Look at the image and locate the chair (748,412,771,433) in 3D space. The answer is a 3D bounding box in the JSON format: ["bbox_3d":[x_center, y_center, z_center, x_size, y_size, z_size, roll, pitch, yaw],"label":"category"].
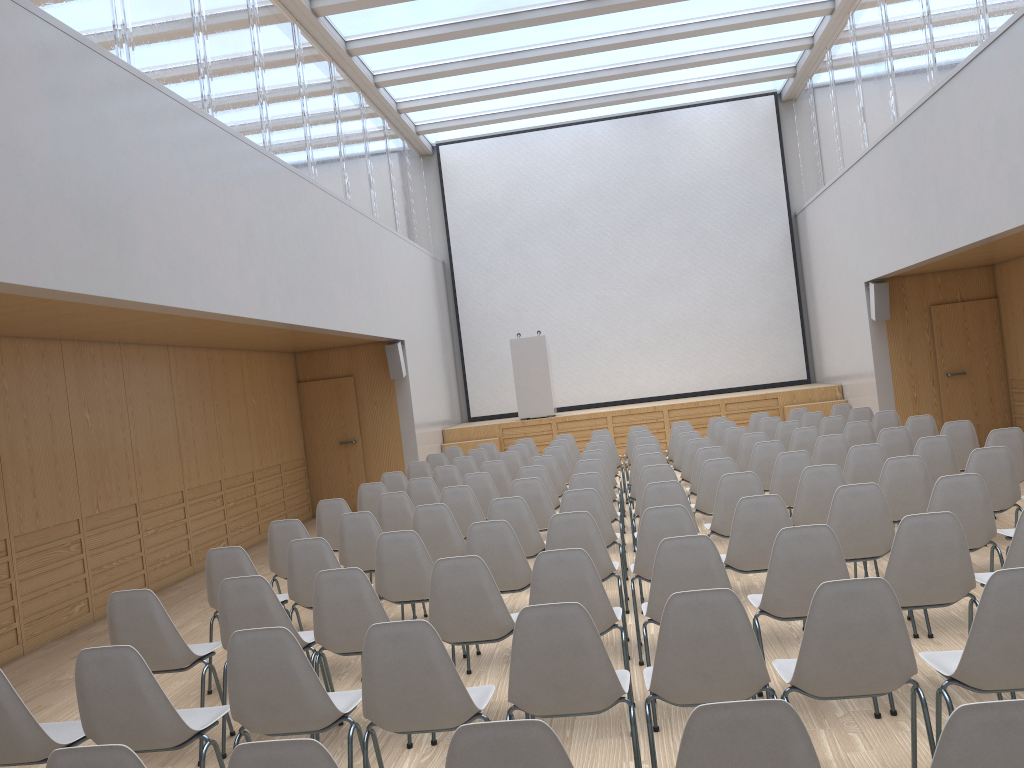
[{"bbox_3d":[3.348,0.811,11.940,0.479,0.876,0.505,-7,0,7],"label":"chair"}]

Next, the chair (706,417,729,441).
[{"bbox_3d":[2.821,0.873,12.024,0.479,0.876,0.505,-7,0,7],"label":"chair"}]

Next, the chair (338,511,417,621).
[{"bbox_3d":[-1.008,1.325,6.434,0.479,0.876,0.505,-7,0,7],"label":"chair"}]

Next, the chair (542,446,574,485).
[{"bbox_3d":[0.550,1.141,10.252,0.479,0.876,0.505,-7,0,7],"label":"chair"}]

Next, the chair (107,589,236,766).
[{"bbox_3d":[-1.735,1.411,4.468,0.479,0.876,0.505,-7,0,7],"label":"chair"}]

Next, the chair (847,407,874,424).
[{"bbox_3d":[4.223,0.708,10.784,0.479,0.876,0.505,-7,0,7],"label":"chair"}]

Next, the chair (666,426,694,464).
[{"bbox_3d":[2.173,0.950,11.106,0.479,0.876,0.505,-7,0,7],"label":"chair"}]

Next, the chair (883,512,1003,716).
[{"bbox_3d":[1.870,0.986,4.063,0.479,0.876,0.505,-7,0,7],"label":"chair"}]

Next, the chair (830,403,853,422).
[{"bbox_3d":[4.382,0.689,11.812,0.479,0.876,0.505,-7,0,7],"label":"chair"}]

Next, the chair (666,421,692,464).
[{"bbox_3d":[2.326,0.932,12.026,0.479,0.876,0.505,-7,0,7],"label":"chair"}]

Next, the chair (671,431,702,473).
[{"bbox_3d":[2.046,0.965,10.105,0.479,0.876,0.505,-7,0,7],"label":"chair"}]

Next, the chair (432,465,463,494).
[{"bbox_3d":[-0.616,1.279,9.427,0.479,0.876,0.505,-7,0,7],"label":"chair"}]

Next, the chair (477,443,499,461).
[{"bbox_3d":[-0.273,1.238,12.306,0.479,0.876,0.505,-7,0,7],"label":"chair"}]

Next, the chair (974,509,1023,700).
[{"bbox_3d":[2.381,0.926,4.028,0.479,0.876,0.505,-7,0,7],"label":"chair"}]

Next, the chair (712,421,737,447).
[{"bbox_3d":[2.671,0.891,11.017,0.479,0.876,0.505,-7,0,7],"label":"chair"}]

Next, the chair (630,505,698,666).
[{"bbox_3d":[0.916,1.098,5.106,0.479,0.876,0.505,-7,0,7],"label":"chair"}]

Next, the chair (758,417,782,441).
[{"bbox_3d":[3.190,0.830,10.911,0.479,0.876,0.505,-7,0,7],"label":"chair"}]

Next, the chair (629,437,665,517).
[{"bbox_3d":[1.563,1.022,10.064,0.479,0.876,0.505,-7,0,7],"label":"chair"}]

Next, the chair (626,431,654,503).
[{"bbox_3d":[1.670,1.009,11.140,0.479,0.876,0.505,-7,0,7],"label":"chair"}]

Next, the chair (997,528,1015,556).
[{"bbox_3d":[2.979,0.855,4.893,0.479,0.876,0.505,-7,0,7],"label":"chair"}]

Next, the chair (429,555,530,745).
[{"bbox_3d":[-0.170,1.226,4.334,0.479,0.876,0.505,-7,0,7],"label":"chair"}]

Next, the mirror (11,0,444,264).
[{"bbox_3d":[-2.623,-3.189,8.084,0.253,2.090,17.826,-7,0,7],"label":"mirror"}]

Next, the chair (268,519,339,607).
[{"bbox_3d":[-1.516,1.385,6.477,0.479,0.876,0.505,-7,0,7],"label":"chair"}]

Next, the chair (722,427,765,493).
[{"bbox_3d":[2.542,0.906,9.984,0.479,0.876,0.505,-7,0,7],"label":"chair"}]

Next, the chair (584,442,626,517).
[{"bbox_3d":[1.019,1.086,10.213,0.479,0.876,0.505,-7,0,7],"label":"chair"}]

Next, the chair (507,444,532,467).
[{"bbox_3d":[0.141,1.189,11.289,0.479,0.876,0.505,-7,0,7],"label":"chair"}]

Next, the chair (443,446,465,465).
[{"bbox_3d":[-0.749,1.294,12.447,0.479,0.876,0.505,-7,0,7],"label":"chair"}]

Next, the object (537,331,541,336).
[{"bbox_3d":[0.478,-0.764,15.068,0.166,0.305,0.252,-7,0,-21],"label":"object"}]

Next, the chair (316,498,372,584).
[{"bbox_3d":[-1.398,1.371,7.490,0.479,0.876,0.505,-7,0,7],"label":"chair"}]

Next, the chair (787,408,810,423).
[{"bbox_3d":[3.849,0.752,11.906,0.479,0.876,0.505,-7,0,7],"label":"chair"}]

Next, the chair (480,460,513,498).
[{"bbox_3d":[-0.126,1.221,9.348,0.479,0.876,0.505,-7,0,7],"label":"chair"}]

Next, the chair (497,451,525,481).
[{"bbox_3d":[0.034,1.202,10.364,0.479,0.876,0.505,-7,0,7],"label":"chair"}]

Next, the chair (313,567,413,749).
[{"bbox_3d":[-0.726,1.292,4.385,0.479,0.876,0.505,-7,0,7],"label":"chair"}]

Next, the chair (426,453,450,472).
[{"bbox_3d":[-0.892,1.311,11.486,0.479,0.876,0.505,-7,0,7],"label":"chair"}]

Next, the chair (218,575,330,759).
[{"bbox_3d":[-1.202,1.348,4.472,0.479,0.876,0.505,-7,0,7],"label":"chair"}]

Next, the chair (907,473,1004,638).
[{"bbox_3d":[2.473,0.915,4.996,0.479,0.876,0.505,-7,0,7],"label":"chair"}]

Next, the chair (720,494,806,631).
[{"bbox_3d":[1.429,1.038,5.085,0.479,0.876,0.505,-7,0,7],"label":"chair"}]

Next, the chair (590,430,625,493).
[{"bbox_3d":[1.275,1.056,12.225,0.479,0.876,0.505,-7,0,7],"label":"chair"}]

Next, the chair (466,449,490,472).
[{"bbox_3d":[-0.374,1.250,11.393,0.479,0.876,0.505,-7,0,7],"label":"chair"}]

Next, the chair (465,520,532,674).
[{"bbox_3d":[-0.052,1.212,5.309,0.479,0.876,0.505,-7,0,7],"label":"chair"}]

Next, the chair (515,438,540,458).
[{"bbox_3d":[0.242,1.177,12.284,0.479,0.876,0.505,-7,0,7],"label":"chair"}]

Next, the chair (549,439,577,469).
[{"bbox_3d":[0.663,1.128,11.283,0.479,0.876,0.505,-7,0,7],"label":"chair"}]

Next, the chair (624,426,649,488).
[{"bbox_3d":[1.768,0.998,12.116,0.479,0.876,0.505,-7,0,7],"label":"chair"}]

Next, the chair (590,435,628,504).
[{"bbox_3d":[1.172,1.068,11.161,0.479,0.876,0.505,-7,0,7],"label":"chair"}]

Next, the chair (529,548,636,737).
[{"bbox_3d":[0.300,1.171,4.217,0.479,0.876,0.505,-7,0,7],"label":"chair"}]

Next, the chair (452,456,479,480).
[{"bbox_3d":[-0.485,1.263,10.359,0.479,0.876,0.505,-7,0,7],"label":"chair"}]

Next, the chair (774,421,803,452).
[{"bbox_3d":[3.114,0.839,9.954,0.479,0.876,0.505,-7,0,7],"label":"chair"}]

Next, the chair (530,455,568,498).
[{"bbox_3d":[0.387,1.160,9.243,0.479,0.876,0.505,-7,0,7],"label":"chair"}]

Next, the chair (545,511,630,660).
[{"bbox_3d":[0.411,1.158,5.279,0.479,0.876,0.505,-7,0,7],"label":"chair"}]

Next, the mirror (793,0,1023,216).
[{"bbox_3d":[4.072,-3.978,7.256,0.253,2.090,17.826,-7,0,7],"label":"mirror"}]

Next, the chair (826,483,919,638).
[{"bbox_3d":[1.962,0.975,5.078,0.479,0.876,0.505,-7,0,7],"label":"chair"}]

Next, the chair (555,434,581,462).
[{"bbox_3d":[0.779,1.114,12.258,0.479,0.876,0.505,-7,0,7],"label":"chair"}]

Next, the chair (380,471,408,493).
[{"bbox_3d":[-1.161,1.343,9.435,0.479,0.876,0.505,-7,0,7],"label":"chair"}]

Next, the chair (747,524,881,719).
[{"bbox_3d":[1.352,1.047,4.108,0.479,0.876,0.505,-7,0,7],"label":"chair"}]

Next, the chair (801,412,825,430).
[{"bbox_3d":[3.700,0.770,10.908,0.479,0.876,0.505,-7,0,7],"label":"chair"}]

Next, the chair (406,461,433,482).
[{"bbox_3d":[-1.011,1.325,10.483,0.479,0.876,0.505,-7,0,7],"label":"chair"}]

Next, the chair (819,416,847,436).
[{"bbox_3d":[3.584,0.784,9.924,0.479,0.876,0.505,-7,0,7],"label":"chair"}]

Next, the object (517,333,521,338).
[{"bbox_3d":[0.135,-0.724,15.111,0.166,0.305,0.252,-7,0,-21],"label":"object"}]

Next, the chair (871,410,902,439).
[{"bbox_3d":[4.115,0.721,9.830,0.479,0.876,0.505,-7,0,7],"label":"chair"}]

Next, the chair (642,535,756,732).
[{"bbox_3d":[0.849,1.106,4.190,0.479,0.876,0.505,-7,0,7],"label":"chair"}]
